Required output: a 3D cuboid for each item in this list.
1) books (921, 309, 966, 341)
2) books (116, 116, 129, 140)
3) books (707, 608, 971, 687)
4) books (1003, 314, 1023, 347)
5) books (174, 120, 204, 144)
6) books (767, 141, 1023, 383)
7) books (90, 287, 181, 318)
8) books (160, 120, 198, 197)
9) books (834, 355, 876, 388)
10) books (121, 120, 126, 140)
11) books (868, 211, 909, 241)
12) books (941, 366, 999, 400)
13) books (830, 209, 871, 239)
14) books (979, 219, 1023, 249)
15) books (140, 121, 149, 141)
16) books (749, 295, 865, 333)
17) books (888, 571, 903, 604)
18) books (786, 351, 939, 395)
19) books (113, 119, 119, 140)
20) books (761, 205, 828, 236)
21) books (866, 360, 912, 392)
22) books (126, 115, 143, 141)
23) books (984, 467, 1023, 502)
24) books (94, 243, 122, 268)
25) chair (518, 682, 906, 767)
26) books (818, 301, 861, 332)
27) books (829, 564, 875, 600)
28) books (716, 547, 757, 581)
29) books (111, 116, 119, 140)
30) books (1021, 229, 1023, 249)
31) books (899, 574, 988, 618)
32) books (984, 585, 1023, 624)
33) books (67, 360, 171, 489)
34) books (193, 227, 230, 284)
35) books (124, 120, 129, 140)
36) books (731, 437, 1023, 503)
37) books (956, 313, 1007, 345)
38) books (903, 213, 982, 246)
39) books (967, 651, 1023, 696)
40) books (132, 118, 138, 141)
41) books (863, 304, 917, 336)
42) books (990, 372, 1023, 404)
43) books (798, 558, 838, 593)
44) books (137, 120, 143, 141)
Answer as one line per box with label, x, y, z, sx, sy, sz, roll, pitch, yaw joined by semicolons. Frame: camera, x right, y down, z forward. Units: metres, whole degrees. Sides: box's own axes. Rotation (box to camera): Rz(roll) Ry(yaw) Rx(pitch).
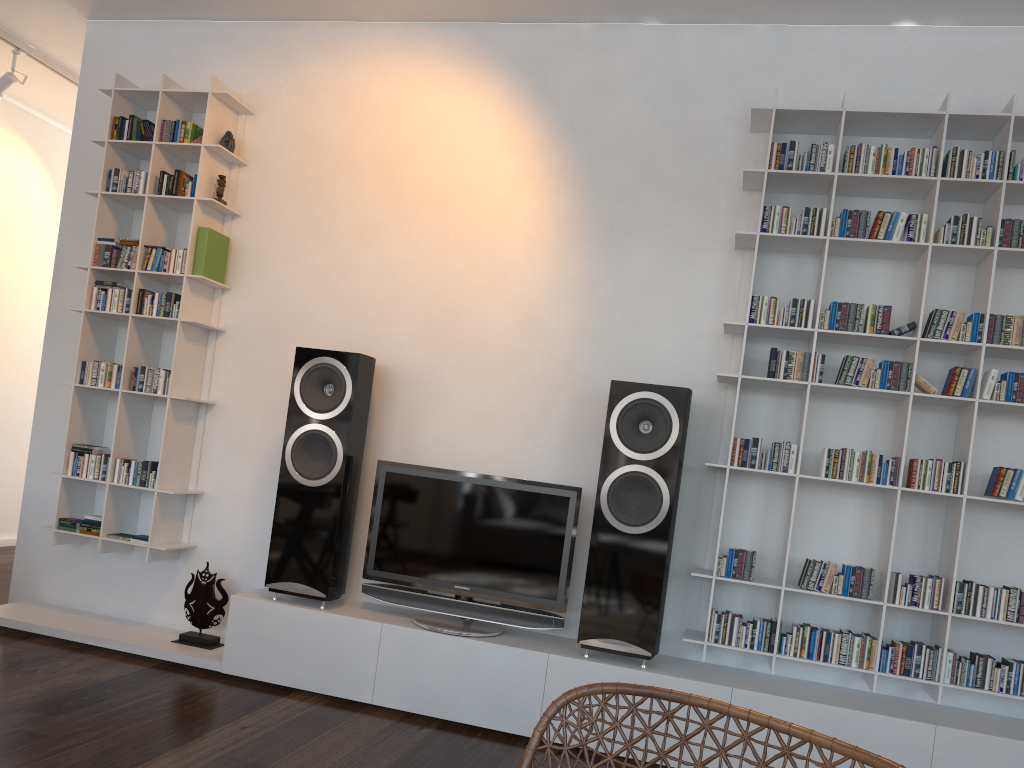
books;1.493;-0.197;3.063;0.118;0.108;0.090;7;-2;14
books;-1.695;-1.105;3.869;0.023;0.107;0.069;7;-2;14
books;1.768;0.131;2.985;1.948;1.817;0.115;7;-1;14
books;1.709;-0.173;3.009;0.074;0.108;0.090;7;-2;14
books;-1.359;-1.064;3.816;0.160;0.110;0.102;7;-3;14
books;1.734;-0.356;3.014;1.749;0.857;0.115;6;-1;14
books;-1.603;-0.347;3.852;0.466;0.113;0.123;6;-3;14
books;-1.409;-0.956;3.824;0.228;0.332;0.108;7;-1;15
books;1.211;-0.040;3.127;0.118;0.108;0.090;7;-2;14
books;-1.677;-1.095;3.867;0.014;0.092;0.070;7;-2;15
books;1.323;-0.544;3.120;0.118;0.108;0.090;7;-2;14
books;1.571;0.002;3.036;0.157;0.110;0.090;7;-2;14
books;1.200;-0.557;3.152;0.132;0.104;0.100;7;-3;13
books;1.755;-0.330;3.007;0.349;0.431;0.100;7;-1;13
books;-1.582;-1.085;3.842;0.046;0.091;0.070;7;-2;14
books;1.052;-0.243;3.176;0.383;0.104;0.102;6;-3;14
books;1.688;0.742;2.980;0.763;0.112;0.115;6;-3;14
books;1.233;-0.034;3.121;0.502;0.106;0.090;6;-3;14
books;-1.713;-1.100;3.875;0.014;0.092;0.070;7;-2;15
books;1.431;-0.367;3.087;1.121;0.430;0.102;6;-1;14
books;1.322;-0.023;3.100;0.132;0.104;0.100;7;-3;13
books;-1.643;-1.103;3.859;0.029;0.115;0.074;7;-2;14
books;1.680;0.339;2.995;0.118;0.108;0.090;7;-2;14
books;-1.760;-0.550;3.883;0.101;0.104;0.096;7;-3;14
chair;0.064;0.726;0.878;0.690;0.708;0.716;10;-4;-43
books;1.161;-0.231;3.148;0.132;0.104;0.100;7;-3;13
books;1.193;0.690;3.102;0.132;0.104;0.100;7;-3;13
books;0.811;0.648;3.198;0.132;0.104;0.100;7;-3;13
books;-1.726;-1.108;3.882;0.016;0.107;0.069;7;-2;15
books;1.769;-0.493;3.007;0.074;0.104;0.090;7;-2;14
books;1.472;0.718;3.033;0.267;0.112;0.100;7;-3;13
books;1.717;0.745;2.972;0.233;0.112;0.115;6;-3;14
books;-1.673;0.174;3.843;0.468;0.510;0.123;7;-1;14
books;-1.302;-0.551;3.829;0.049;0.213;0.166;7;-2;15
books;-1.664;-1.094;3.864;0.014;0.092;0.070;7;-2;15
books;1.729;0.345;2.986;1.920;0.114;0.115;6;-3;14
books;1.607;-0.182;3.036;0.139;0.104;0.100;7;-3;13
books;1.661;-0.345;3.030;0.619;0.438;0.101;7;-1;14
books;2.104;0.906;2.870;1.130;0.349;0.115;6;-1;14
books;-1.622;-1.094;3.852;0.019;0.099;0.075;7;-2;15
books;1.330;-0.212;3.104;0.163;0.106;0.090;7;-2;14
books;1.702;0.018;3.004;0.132;0.104;0.100;7;-3;13
books;1.081;0.677;3.129;0.118;0.108;0.090;7;-2;14
books;-1.604;-1.088;3.849;0.028;0.093;0.070;7;-2;14
